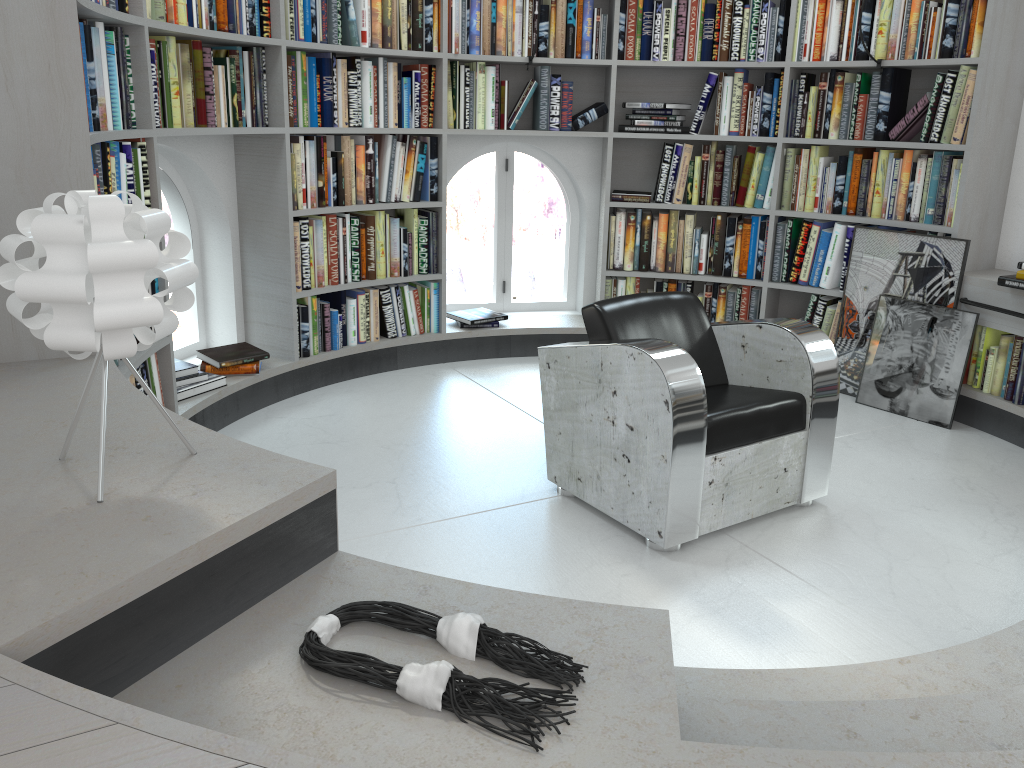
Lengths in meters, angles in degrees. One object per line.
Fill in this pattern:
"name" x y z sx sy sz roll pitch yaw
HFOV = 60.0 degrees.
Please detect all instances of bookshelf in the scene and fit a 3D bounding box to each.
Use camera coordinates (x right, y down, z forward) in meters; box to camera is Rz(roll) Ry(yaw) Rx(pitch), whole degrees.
"bookshelf" -0.018 -0.991 4.110 4.339 1.866 2.122 -8 19 -28

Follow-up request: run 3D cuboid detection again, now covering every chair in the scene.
"chair" 0.632 0.072 3.271 0.825 0.714 0.745 -9 19 -33

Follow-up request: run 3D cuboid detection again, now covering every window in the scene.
"window" -0.889 -0.756 4.702 3.242 1.142 0.620 -14 22 -41

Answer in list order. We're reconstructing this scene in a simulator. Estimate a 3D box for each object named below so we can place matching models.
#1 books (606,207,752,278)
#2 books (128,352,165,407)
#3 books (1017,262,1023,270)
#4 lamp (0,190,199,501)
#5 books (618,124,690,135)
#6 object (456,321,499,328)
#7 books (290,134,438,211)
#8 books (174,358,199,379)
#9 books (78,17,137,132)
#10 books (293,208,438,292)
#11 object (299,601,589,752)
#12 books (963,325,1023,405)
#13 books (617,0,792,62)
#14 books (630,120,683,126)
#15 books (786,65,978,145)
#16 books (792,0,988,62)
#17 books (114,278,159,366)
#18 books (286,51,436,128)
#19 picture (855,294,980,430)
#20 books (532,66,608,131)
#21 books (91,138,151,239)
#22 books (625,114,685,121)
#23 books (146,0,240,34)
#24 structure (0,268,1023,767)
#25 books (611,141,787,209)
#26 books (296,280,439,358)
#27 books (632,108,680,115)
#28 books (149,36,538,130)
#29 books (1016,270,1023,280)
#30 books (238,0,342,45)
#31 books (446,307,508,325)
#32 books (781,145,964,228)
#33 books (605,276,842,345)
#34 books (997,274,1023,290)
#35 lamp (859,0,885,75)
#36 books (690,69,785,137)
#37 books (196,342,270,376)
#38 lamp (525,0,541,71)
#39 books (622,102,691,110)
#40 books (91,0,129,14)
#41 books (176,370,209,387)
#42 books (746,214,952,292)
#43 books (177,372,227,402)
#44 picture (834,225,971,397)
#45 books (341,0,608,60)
"books" 0.965 -0.830 5.104 0.872 0.348 0.274 5 16 12
"books" -1.422 0.114 3.046 0.283 0.317 0.925 -2 17 -10
"books" 2.380 -0.487 3.783 0.269 0.031 0.288 -4 18 -18
"lamp" -0.742 -0.085 1.623 0.306 0.521 0.307 -12 20 -39
"books" 0.813 -1.447 5.033 0.388 0.042 0.368 5 17 11
"object" -0.207 -0.368 5.200 0.226 0.036 0.215 -2 17 -12
"books" -0.806 -1.099 4.542 0.298 0.349 1.001 17 23 42
"books" -1.518 -0.061 3.843 0.227 0.036 0.214 14 21 36
"books" -1.395 -0.948 2.714 0.303 0.345 1.096 -2 17 -13
"books" -0.807 -0.732 4.655 1.035 0.355 0.294 -14 22 -42
"object" -0.116 0.435 1.397 0.473 0.081 0.219 9 18 23
"books" 2.352 -0.023 3.825 0.272 0.296 1.156 -3 17 -14
"books" 1.011 -1.930 4.797 0.970 0.365 0.308 6 17 14
"books" 0.814 -1.478 5.024 0.286 0.031 0.271 3 17 6
"books" 1.870 -1.394 4.429 0.280 0.355 1.057 -13 22 -41
"books" 1.872 -1.764 4.336 1.018 0.359 0.294 17 22 41
"books" -1.304 0.023 2.700 0.391 0.690 1.652 -4 18 -18
"books" -0.825 -1.472 4.471 1.031 0.356 0.302 -14 22 -41
"picture" 1.936 -0.114 4.265 0.107 0.551 0.492 -11 20 -37
"books" 0.333 -1.585 4.944 0.399 0.338 0.226 -1 16 -9
"books" -1.358 -0.582 2.799 0.260 0.356 1.027 -2 17 -11
"books" 0.815 -1.508 5.016 0.286 0.031 0.271 8 18 20
"books" -1.365 -1.581 3.460 0.269 0.370 0.798 6 17 14
"structure" 0.622 0.114 3.151 4.713 0.688 4.743 6 18 15
"books" 1.054 -1.184 4.974 0.974 0.349 0.253 5 16 13
"books" -0.825 -0.381 4.737 1.022 0.304 0.289 -14 23 -42
"books" 0.816 -1.538 5.008 0.227 0.036 0.215 8 18 20
"books" -0.843 -1.385 4.208 0.593 0.368 2.539 16 22 39
"books" 2.379 -0.456 3.792 0.287 0.034 0.306 -12 21 -37
"books" -1.086 -1.747 4.065 0.266 0.343 0.685 14 20 36
"books" -0.206 -0.397 5.192 0.269 0.029 0.254 -12 21 -37
"books" 1.869 -1.026 4.532 0.276 0.345 1.025 -13 22 -42
"books" 1.213 -0.438 5.082 1.499 0.309 0.362 9 18 22
"books" 2.378 -0.421 3.801 0.366 0.042 0.390 -8 19 -28
"lamp" 1.731 -1.734 4.167 0.276 0.521 0.113 -11 20 -37
"books" 1.260 -1.538 4.852 0.553 0.348 0.257 7 17 17
"books" -1.307 -0.110 4.155 0.318 0.099 0.293 -7 19 -26
"lamp" 0.110 -1.907 4.533 0.113 0.562 0.360 -5 17 -21
"books" 0.816 -1.568 4.999 0.287 0.031 0.270 16 22 39
"books" -1.369 -1.314 2.597 0.300 0.358 1.040 -2 17 -12
"books" -1.519 -0.031 3.851 0.286 0.031 0.270 14 21 36
"books" 1.801 -0.674 4.670 1.188 0.356 0.305 16 22 40
"books" -1.519 0.002 3.860 0.389 0.042 0.368 10 19 26
"picture" 1.893 -0.320 4.394 0.091 0.856 0.581 -11 20 -37
"books" -0.209 -1.920 4.666 1.567 0.364 0.396 -6 18 -23
